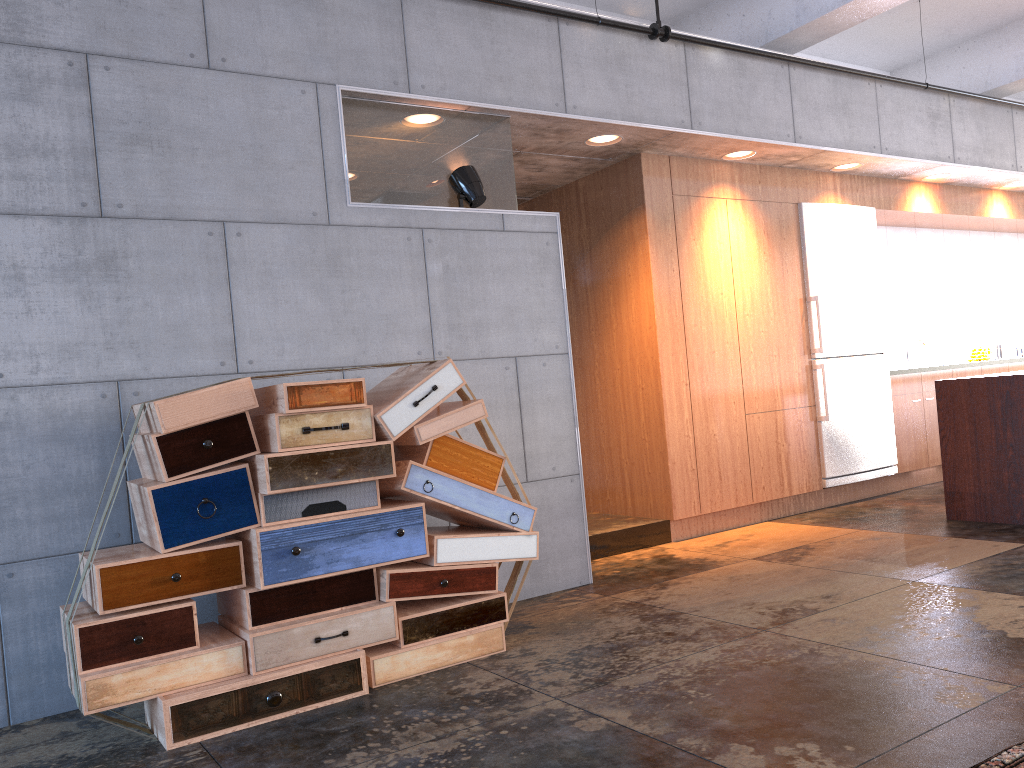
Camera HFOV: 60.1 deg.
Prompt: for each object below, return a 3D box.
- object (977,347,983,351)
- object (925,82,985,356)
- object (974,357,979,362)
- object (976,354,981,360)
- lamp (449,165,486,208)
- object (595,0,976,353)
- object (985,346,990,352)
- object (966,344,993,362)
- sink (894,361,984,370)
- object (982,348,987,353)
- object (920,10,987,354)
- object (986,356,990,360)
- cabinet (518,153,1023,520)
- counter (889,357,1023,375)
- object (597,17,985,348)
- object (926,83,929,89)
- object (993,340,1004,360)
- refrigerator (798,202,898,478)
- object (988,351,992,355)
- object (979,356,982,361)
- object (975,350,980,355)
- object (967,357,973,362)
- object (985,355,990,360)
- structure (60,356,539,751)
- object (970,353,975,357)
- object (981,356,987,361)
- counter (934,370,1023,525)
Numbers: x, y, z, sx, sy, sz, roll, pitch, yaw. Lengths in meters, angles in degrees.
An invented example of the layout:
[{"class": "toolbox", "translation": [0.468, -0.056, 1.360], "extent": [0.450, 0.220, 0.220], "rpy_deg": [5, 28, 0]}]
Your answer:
[{"class": "object", "translation": [0.900, -1.111, 6.006], "extent": [10.103, 2.165, 0.057], "rpy_deg": [-5, 0, -39]}, {"class": "object", "translation": [4.094, -1.352, 8.104], "extent": [0.052, 2.228, 2.457], "rpy_deg": [-5, 0, 33]}, {"class": "object", "translation": [4.823, -0.255, 9.194], "extent": [0.062, 0.055, 0.049], "rpy_deg": [-5, 0, -43]}, {"class": "object", "translation": [4.820, -0.279, 9.151], "extent": [0.051, 0.053, 0.063], "rpy_deg": [-5, 0, 39]}, {"class": "lamp", "translation": [-0.245, -1.065, 4.857], "extent": [0.208, 0.259, 0.174], "rpy_deg": [-5, 0, 38]}, {"class": "object", "translation": [4.789, -0.354, 9.187], "extent": [0.050, 0.060, 0.059], "rpy_deg": [-5, 0, 2]}, {"class": "object", "translation": [4.922, -0.360, 9.170], "extent": [0.053, 0.060, 0.057], "rpy_deg": [-5, 0, -10]}, {"class": "object", "translation": [-1.249, 0.728, 6.947], "extent": [13.380, 1.215, 0.935], "rpy_deg": [-5, 0, -23]}, {"class": "sink", "translation": [4.161, -0.089, 8.591], "extent": [0.743, 0.192, 0.513], "rpy_deg": [-5, -1, -33]}, {"class": "object", "translation": [2.189, -1.200, 6.830], "extent": [7.009, 2.169, 0.052], "rpy_deg": [-5, 0, -42]}, {"class": "object", "translation": [4.891, -0.320, 9.181], "extent": [0.063, 0.053, 0.051], "rpy_deg": [-5, 0, 4]}, {"class": "object", "translation": [4.907, -0.266, 9.159], "extent": [0.060, 0.053, 0.054], "rpy_deg": [-6, 0, 44]}, {"class": "cabinet", "translation": [3.808, -0.533, 9.382], "extent": [8.258, 2.563, 2.335], "rpy_deg": [-5, 0, -34]}, {"class": "counter", "translation": [4.677, -0.193, 9.492], "extent": [4.544, 0.039, 1.577], "rpy_deg": [-5, -1, -34]}, {"class": "object", "translation": [4.922, -0.363, 9.223], "extent": [0.054, 0.051, 0.061], "rpy_deg": [-5, 0, -41]}, {"class": "object", "translation": [4.909, -0.317, 9.236], "extent": [0.063, 0.053, 0.051], "rpy_deg": [-5, 0, -26]}, {"class": "object", "translation": [5.344, -0.375, 9.735], "extent": [0.147, 0.210, 0.059], "rpy_deg": [-5, 0, -33]}, {"class": "refrigerator", "translation": [2.743, -0.371, 7.325], "extent": [0.974, 2.191, 0.215], "rpy_deg": [-5, 1, -36]}, {"class": "object", "translation": [-0.720, -0.921, 7.121], "extent": [11.969, 2.211, 0.061], "rpy_deg": [-5, 0, -20]}, {"class": "object", "translation": [2.221, -1.462, 7.590], "extent": [6.064, 2.868, 0.057], "rpy_deg": [-5, 0, -32]}, {"class": "object", "translation": [2.688, -1.238, 7.199], "extent": [5.752, 2.190, 0.055], "rpy_deg": [-5, 0, -44]}, {"class": "object", "translation": [-1.142, 0.776, 6.879], "extent": [12.920, 1.095, 0.054], "rpy_deg": [-5, 0, -21]}, {"class": "object", "translation": [4.942, -0.275, 9.206], "extent": [0.060, 0.057, 0.052], "rpy_deg": [-5, 0, 3]}, {"class": "structure", "translation": [-0.793, 0.588, 3.685], "extent": [1.949, 1.315, 0.626], "rpy_deg": [-5, 0, -33]}, {"class": "object", "translation": [4.786, -0.304, 9.206], "extent": [0.062, 0.054, 0.052], "rpy_deg": [-5, 0, -42]}, {"class": "object", "translation": [6.144, -1.508, 9.492], "extent": [2.948, 2.310, 0.057], "rpy_deg": [-5, 0, -15]}, {"class": "counter", "translation": [6.064, 0.197, 7.497], "extent": [6.780, 0.971, 1.121], "rpy_deg": [-5, -1, -34]}]
